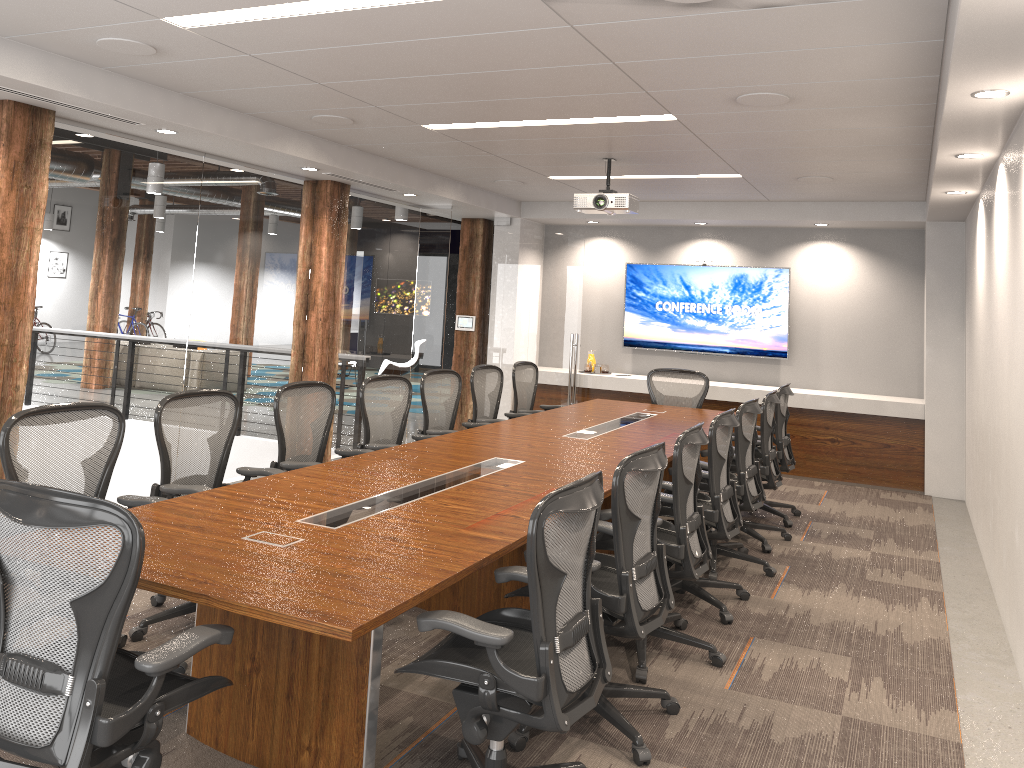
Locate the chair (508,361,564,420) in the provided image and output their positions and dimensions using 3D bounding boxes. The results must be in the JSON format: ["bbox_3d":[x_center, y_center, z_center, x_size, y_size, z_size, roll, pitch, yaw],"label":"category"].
[{"bbox_3d":[0.321,0.363,7.891,0.763,1.104,0.792,2,-2,30],"label":"chair"}]

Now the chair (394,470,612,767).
[{"bbox_3d":[-0.041,0.818,2.734,0.794,1.104,0.762,2,-2,18],"label":"chair"}]

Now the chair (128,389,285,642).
[{"bbox_3d":[-1.413,0.599,4.319,0.793,1.104,0.762,3,-2,6],"label":"chair"}]

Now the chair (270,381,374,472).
[{"bbox_3d":[-1.008,0.559,4.991,0.762,1.104,0.793,3,-2,14],"label":"chair"}]

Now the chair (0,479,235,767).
[{"bbox_3d":[-1.142,0.791,2.391,0.770,1.104,0.785,3,-2,-2],"label":"chair"}]

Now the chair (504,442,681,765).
[{"bbox_3d":[0.272,0.763,3.512,0.764,1.104,0.792,2,-2,24],"label":"chair"}]

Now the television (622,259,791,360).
[{"bbox_3d":[2.223,-0.893,10.081,1.914,1.122,0.064,4,-5,24],"label":"television"}]

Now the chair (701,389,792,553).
[{"bbox_3d":[1.629,0.568,6.420,0.763,1.104,0.792,2,-2,35],"label":"chair"}]

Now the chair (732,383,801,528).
[{"bbox_3d":[1.955,0.519,7.143,0.763,1.104,0.793,2,-2,26],"label":"chair"}]

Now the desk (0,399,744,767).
[{"bbox_3d":[0.182,0.766,5.205,1.408,0.759,6.007,4,5,24],"label":"desk"}]

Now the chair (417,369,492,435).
[{"bbox_3d":[-0.335,0.461,6.440,0.762,1.104,0.793,2,-2,17],"label":"chair"}]

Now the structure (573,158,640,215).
[{"bbox_3d":[0.773,-1.609,7.079,0.461,0.461,0.315,3,-2,24],"label":"structure"}]

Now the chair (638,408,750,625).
[{"bbox_3d":[0.941,0.666,4.963,0.763,1.104,0.793,2,-2,26],"label":"chair"}]

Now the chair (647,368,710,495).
[{"bbox_3d":[1.468,0.424,7.896,0.771,1.104,0.784,3,-2,8],"label":"chair"}]

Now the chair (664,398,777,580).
[{"bbox_3d":[1.308,0.623,5.645,0.793,1.104,0.762,3,-2,10],"label":"chair"}]

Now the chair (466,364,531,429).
[{"bbox_3d":[-0.039,0.406,7.214,0.793,1.104,0.762,3,-2,8],"label":"chair"}]

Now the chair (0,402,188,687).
[{"bbox_3d":[-1.713,0.652,3.571,0.792,1.104,0.763,3,-2,-2],"label":"chair"}]

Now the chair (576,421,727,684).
[{"bbox_3d":[0.632,0.721,4.187,0.793,1.104,0.762,3,-2,6],"label":"chair"}]

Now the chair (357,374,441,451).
[{"bbox_3d":[-0.673,0.508,5.740,0.793,1.104,0.762,3,-2,10],"label":"chair"}]
